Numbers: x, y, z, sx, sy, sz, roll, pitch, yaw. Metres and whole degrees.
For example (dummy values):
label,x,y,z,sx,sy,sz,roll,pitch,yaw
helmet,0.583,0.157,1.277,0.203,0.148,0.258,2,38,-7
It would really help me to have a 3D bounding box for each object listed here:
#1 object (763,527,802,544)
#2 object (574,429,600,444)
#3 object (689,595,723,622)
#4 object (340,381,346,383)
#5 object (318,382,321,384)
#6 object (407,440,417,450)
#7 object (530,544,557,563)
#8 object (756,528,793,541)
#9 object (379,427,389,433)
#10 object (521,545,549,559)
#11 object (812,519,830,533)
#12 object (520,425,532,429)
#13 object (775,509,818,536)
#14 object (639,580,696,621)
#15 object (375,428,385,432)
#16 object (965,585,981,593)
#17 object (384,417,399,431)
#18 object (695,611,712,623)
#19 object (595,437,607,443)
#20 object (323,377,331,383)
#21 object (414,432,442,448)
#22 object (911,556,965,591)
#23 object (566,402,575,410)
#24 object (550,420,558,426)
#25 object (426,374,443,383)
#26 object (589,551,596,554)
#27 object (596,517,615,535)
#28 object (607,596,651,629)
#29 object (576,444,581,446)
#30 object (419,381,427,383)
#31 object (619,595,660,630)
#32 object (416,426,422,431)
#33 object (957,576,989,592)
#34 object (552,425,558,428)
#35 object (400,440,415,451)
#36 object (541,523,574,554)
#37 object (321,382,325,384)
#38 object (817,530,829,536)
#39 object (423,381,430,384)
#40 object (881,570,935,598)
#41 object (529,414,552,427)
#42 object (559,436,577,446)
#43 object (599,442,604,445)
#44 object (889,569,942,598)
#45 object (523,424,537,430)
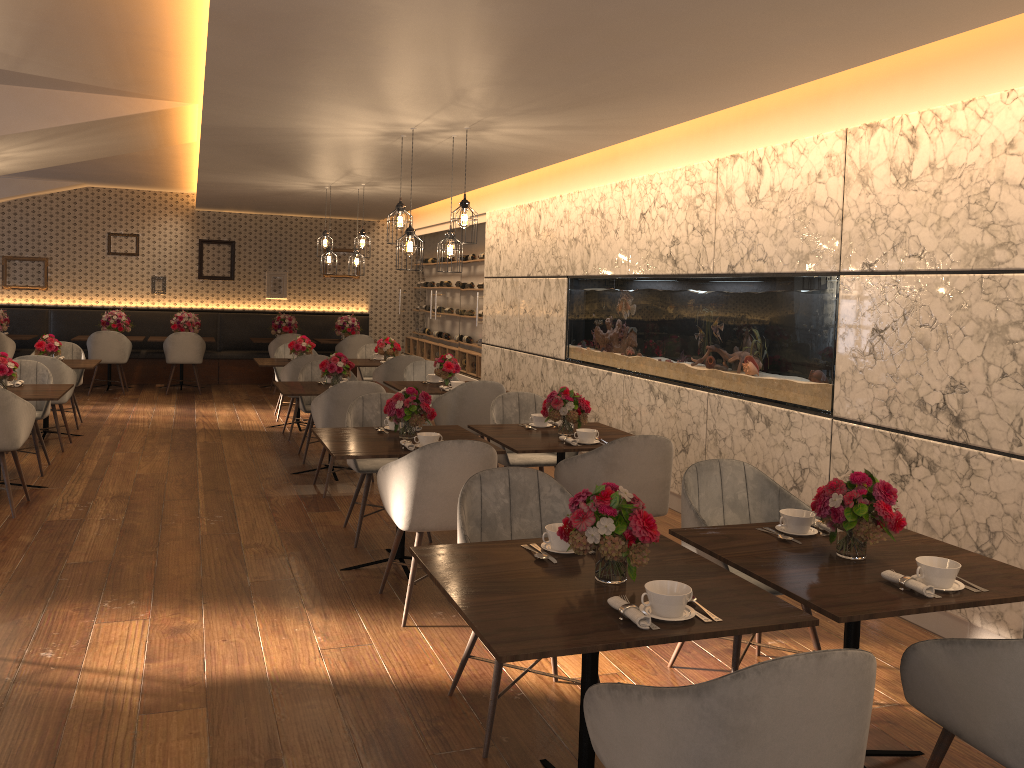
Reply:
label,x,y,z,sx,sy,sz,roll,pitch,yaw
object,0.967,0.540,3.159,0.022,0.004,0.211,0,6,-20
object,0.422,0.297,4.995,0.148,0.072,0.148,4,6,22
object,0.502,0.599,2.391,0.043,0.015,0.198,0,6,-16
object,-1.319,0.021,7.096,0.148,0.072,0.149,-3,7,-42
object,-1.661,-0.014,7.599,0.043,0.015,0.198,-1,6,-24
object,-0.520,0.324,4.663,0.025,0.024,0.193,0,6,-20
object,0.104,0.544,2.844,0.022,0.004,0.211,0,6,-20
object,0.939,0.534,3.156,0.043,0.015,0.198,0,6,-16
object,-0.748,0.272,5.189,0.022,0.004,0.211,0,6,-20
object,0.069,0.538,2.839,0.043,0.015,0.198,-1,6,-24
object,1.139,0.519,3.249,0.056,0.039,0.176,0,6,-20
object,0.080,0.262,5.498,0.043,0.015,0.198,-1,6,-24
object,1.032,0.503,3.209,0.148,0.072,0.148,4,6,22
object,0.411,0.573,2.335,0.148,0.072,0.149,2,5,2
object,-0.783,0.266,5.184,0.043,0.015,0.198,-1,6,-24
object,1.337,0.600,2.703,0.022,0.004,0.211,0,6,-20
object,-0.683,0.235,5.239,0.148,0.072,0.148,4,6,22
object,0.474,0.604,2.388,0.022,0.004,0.211,0,6,-20
object,0.520,0.323,5.053,0.043,0.015,0.198,-1,6,-24
object,-1.561,-0.046,7.655,0.148,0.072,0.149,-3,7,-42
object,-0.441,0.301,4.680,0.148,0.072,0.148,4,6,22
object,1.274,0.569,2.650,0.148,0.072,0.149,2,5,2
object,0.324,0.126,5.191,0.048,0.052,0.076,-2,6,-40
object,0.287,0.247,5.594,0.056,0.039,0.176,0,6,-20
object,-0.697,-0.049,7.969,0.148,0.072,0.149,-3,7,-42
object,0.246,0.531,2.914,0.025,0.024,0.193,0,6,-20
object,0.260,0.401,2.534,0.048,0.052,0.077,1,5,-15
object,0.303,0.590,2.297,0.056,0.039,0.176,0,6,-20
object,0.343,0.320,4.977,0.025,0.024,0.193,0,6,-20
object,-0.791,-0.018,7.916,0.043,0.015,0.198,0,6,-16
object,0.332,0.596,2.318,0.025,0.024,0.193,0,6,-20
object,-0.576,0.251,5.279,0.056,0.039,0.176,0,6,-20
object,1.365,0.595,2.705,0.043,0.015,0.198,0,6,-16
object,0.257,0.256,5.573,0.025,0.024,0.193,0,6,-20
object,-0.549,0.318,4.642,0.056,0.039,0.176,0,6,-20
object,0.169,0.507,2.894,0.148,0.072,0.148,4,6,22
object,-1.626,-0.008,7.605,0.022,0.004,0.211,0,6,-20
object,1.109,0.527,3.228,0.025,0.024,0.193,0,6,-20
object,-0.763,-0.012,7.919,0.022,0.004,0.211,0,6,-20
object,1.166,0.586,2.611,0.056,0.039,0.176,0,6,-20
object,0.180,0.231,5.554,0.148,0.072,0.148,4,6,22
object,0.314,0.314,4.956,0.056,0.039,0.176,0,6,-20
object,0.485,0.328,5.048,0.022,0.004,0.211,0,6,-20
object,1.195,0.592,2.632,0.025,0.024,0.193,0,6,-20
object,0.115,0.269,5.504,0.022,0.004,0.211,0,6,-20
